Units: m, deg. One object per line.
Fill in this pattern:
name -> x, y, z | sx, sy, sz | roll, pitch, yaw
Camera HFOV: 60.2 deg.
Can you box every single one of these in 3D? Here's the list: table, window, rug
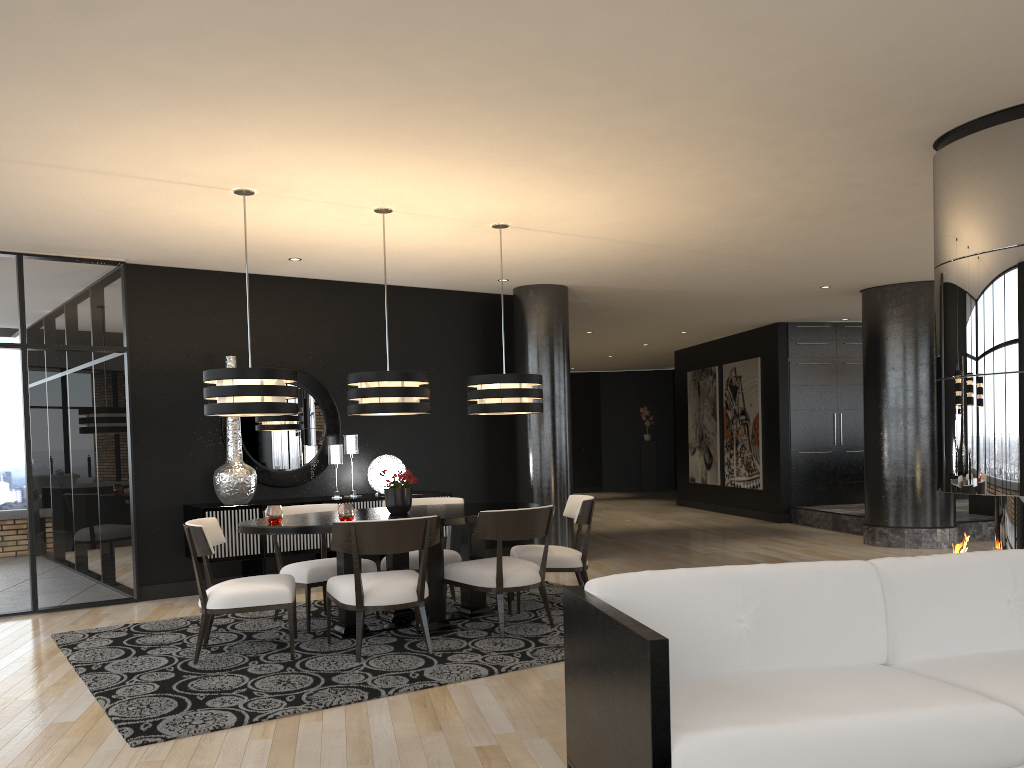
table -> -0.725, 1.233, 5.812 | 2.104, 0.769, 1.211 | 0, -3, -32
window -> 4.394, -0.974, 4.948 | 15.875, 4.787, 10.147 | 0, -3, -24
rug -> -0.775, 1.613, 5.802 | 3.718, 0.011, 2.723 | 1, -4, -34

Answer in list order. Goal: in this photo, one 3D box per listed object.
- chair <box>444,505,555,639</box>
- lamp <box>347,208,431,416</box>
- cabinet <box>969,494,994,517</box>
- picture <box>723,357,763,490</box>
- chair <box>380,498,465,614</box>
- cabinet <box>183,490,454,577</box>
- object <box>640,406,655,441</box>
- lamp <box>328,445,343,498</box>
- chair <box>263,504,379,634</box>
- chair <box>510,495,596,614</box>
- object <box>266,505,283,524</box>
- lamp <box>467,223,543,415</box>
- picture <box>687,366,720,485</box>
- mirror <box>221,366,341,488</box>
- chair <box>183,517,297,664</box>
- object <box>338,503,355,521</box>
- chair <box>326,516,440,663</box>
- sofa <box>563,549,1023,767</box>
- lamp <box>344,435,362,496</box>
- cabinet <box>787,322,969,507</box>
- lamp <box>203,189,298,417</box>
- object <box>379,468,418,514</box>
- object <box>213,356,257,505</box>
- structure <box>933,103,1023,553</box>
chair -> -0.061, 1.190, 5.694 | 0.642, 0.807, 0.617 | -1, 0, -41
lamp -> -0.814, -0.467, 5.728 | 0.535, 1.330, 0.536 | -2, 1, -34
cabinet -> 7.005, 1.168, 10.096 | 3.113, 1.039, 1.181 | -1, -1, -11
picture -> 3.423, 0.601, 13.067 | 0.077, 1.875, 1.155 | -2, 0, -11
chair -> -0.645, 1.257, 6.490 | 0.642, 0.807, 0.616 | -2, 0, -5
cabinet -> -1.633, 1.383, 7.736 | 2.235, 0.767, 0.611 | 1, -1, -33
object -> 3.036, 0.880, 19.789 | 0.339, 0.788, 0.228 | -1, 1, 18
lamp -> -1.549, 0.768, 7.768 | 0.124, 0.466, 0.132 | -2, 1, -11
chair -> -1.331, 1.249, 6.083 | 0.617, 0.807, 0.642 | -2, 0, 42
chair -> 0.311, 1.226, 6.415 | 0.616, 0.807, 0.643 | -2, 0, -5
object -> -1.417, 0.778, 5.265 | 0.095, 0.106, 0.095 | -2, -1, 22
lamp -> -0.064, -0.455, 6.221 | 0.535, 1.330, 0.536 | -2, 1, -34
picture -> 3.149, 0.697, 14.445 | 0.077, 1.875, 1.155 | -2, 0, -11
mirror -> -2.022, 0.383, 7.810 | 1.075, 1.079, 0.025 | -1, 1, -33
chair -> -1.600, 1.200, 5.211 | 0.616, 0.807, 0.643 | -1, 0, -13
object -> -0.983, 0.764, 5.236 | 0.095, 0.106, 0.095 | -1, -1, -23
chair -> -0.763, 1.176, 5.190 | 0.642, 0.807, 0.616 | -1, 0, -24
sofa -> 1.250, 0.959, 2.655 | 2.031, 0.804, 0.839 | -1, -1, -11
lamp -> -1.437, 0.732, 7.913 | 0.132, 0.551, 0.124 | -1, 2, 19
cabinet -> 6.515, 0.407, 12.884 | 5.724, 2.530, 0.727 | -1, 1, -11
lamp -> -1.565, -0.478, 5.235 | 0.535, 1.330, 0.536 | -2, 1, -34
object -> -0.736, 0.698, 5.778 | 0.237, 0.298, 0.229 | -1, 0, -31
object -> -2.277, 0.380, 7.220 | 0.343, 1.210, 0.343 | -2, 2, -25
structure -> 2.580, 0.072, 4.459 | 0.586, 2.745, 0.891 | -2, 1, -23
